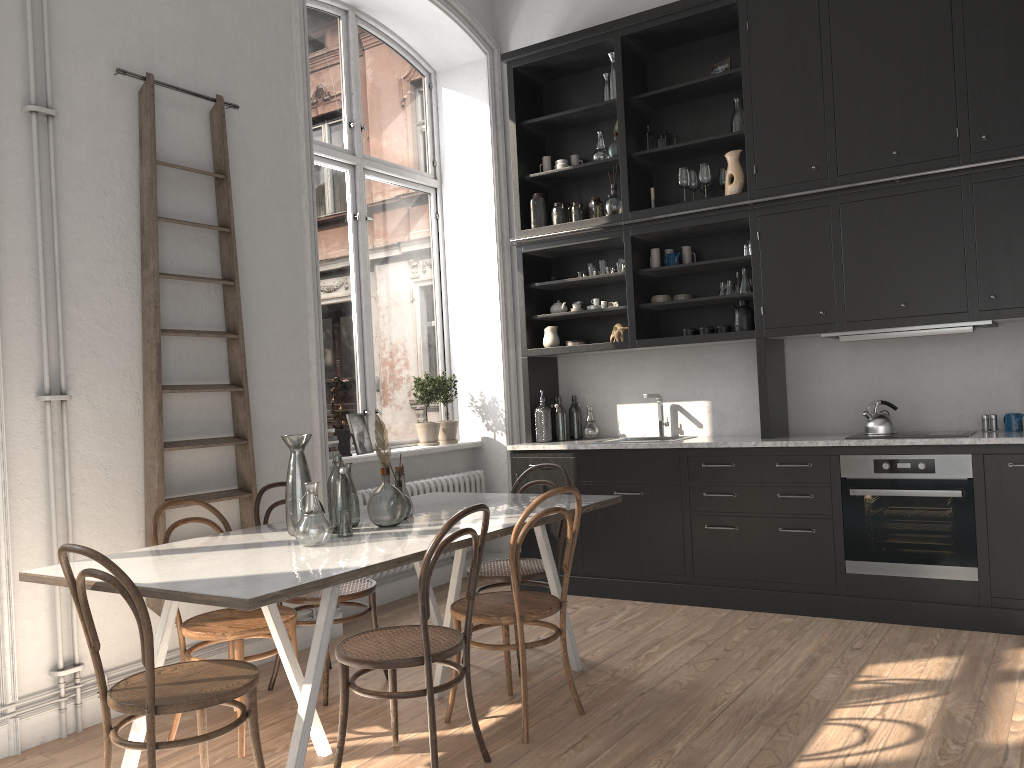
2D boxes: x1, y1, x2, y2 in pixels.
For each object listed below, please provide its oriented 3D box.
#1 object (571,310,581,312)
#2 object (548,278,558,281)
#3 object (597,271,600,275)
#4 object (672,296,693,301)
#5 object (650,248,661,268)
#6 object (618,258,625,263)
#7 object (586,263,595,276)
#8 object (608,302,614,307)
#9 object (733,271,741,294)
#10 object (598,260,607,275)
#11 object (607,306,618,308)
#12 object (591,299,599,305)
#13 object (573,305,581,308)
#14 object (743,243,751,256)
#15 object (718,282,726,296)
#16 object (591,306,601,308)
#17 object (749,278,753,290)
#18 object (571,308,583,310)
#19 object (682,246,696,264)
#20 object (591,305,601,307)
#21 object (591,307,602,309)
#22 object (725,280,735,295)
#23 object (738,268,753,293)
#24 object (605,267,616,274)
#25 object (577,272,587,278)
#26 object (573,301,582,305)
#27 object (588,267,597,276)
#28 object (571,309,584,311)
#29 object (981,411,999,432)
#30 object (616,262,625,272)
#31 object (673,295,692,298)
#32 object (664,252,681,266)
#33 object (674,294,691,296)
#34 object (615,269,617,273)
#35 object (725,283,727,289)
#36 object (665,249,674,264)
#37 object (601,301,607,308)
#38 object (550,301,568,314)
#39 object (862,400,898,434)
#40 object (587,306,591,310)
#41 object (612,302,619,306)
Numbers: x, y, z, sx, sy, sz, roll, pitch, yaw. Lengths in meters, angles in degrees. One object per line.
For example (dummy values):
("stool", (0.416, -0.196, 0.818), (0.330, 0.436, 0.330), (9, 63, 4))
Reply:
("object", (0.439, -0.485, 5.957), (0.085, 0.015, 0.085), (-2, -1, -44))
("object", (0.287, -0.708, 6.133), (0.071, 0.047, 0.071), (-3, -1, -19))
("object", (0.601, -0.727, 5.916), (0.071, 0.047, 0.071), (-3, -1, 21))
("object", (1.087, -0.533, 5.653), (0.132, 0.038, 0.132), (-3, -1, -10))
("object", (0.916, -0.791, 5.658), (0.059, 0.135, 0.082), (-3, 0, 1))
("object", (0.723, -0.765, 5.799), (0.060, 0.107, 0.060), (-3, 0, 5))
("object", (0.531, -0.753, 5.952), (0.060, 0.107, 0.060), (-3, 0, 0))
("object", (0.654, -0.516, 5.833), (0.049, 0.041, 0.056), (-3, -1, 6))
("object", (1.390, -0.613, 5.445), (0.083, 0.158, 0.083), (-3, -1, 43))
("object", (0.599, -0.758, 5.828), (0.060, 0.107, 0.060), (-3, -1, -30))
("object", (0.665, -0.498, 5.829), (0.085, 0.015, 0.085), (-3, -1, 19))
("object", (0.556, -0.536, 5.871), (0.039, 0.055, 0.049), (-3, -1, -37))
("object", (0.436, -0.512, 5.957), (0.056, 0.033, 0.058), (-3, -1, 7))
("object", (1.428, -0.812, 5.345), (0.040, 0.116, 0.080), (-3, -1, -37))
("object", (1.288, -0.576, 5.420), (0.058, 0.094, 0.058), (-3, 0, -18))
("object", (0.563, -0.505, 5.866), (0.085, 0.016, 0.085), (-3, -1, -26))
("object", (1.463, -0.590, 5.429), (0.067, 0.108, 0.067), (-3, -1, 21))
("object", (0.437, -0.498, 5.959), (0.085, 0.017, 0.085), (-3, -1, 28))
("object", (1.119, -0.803, 5.618), (0.082, 0.135, 0.059), (-3, 0, 16))
("object", (0.560, -0.512, 5.867), (0.085, 0.016, 0.085), (-3, -1, -17))
("object", (0.562, -0.499, 5.866), (0.085, 0.015, 0.085), (-3, -1, 19))
("object", (1.314, -0.578, 5.353), (0.058, 0.094, 0.058), (-3, 0, -18))
("object", (1.393, -0.615, 5.303), (0.083, 0.158, 0.083), (-3, 0, 17))
("object", (0.640, -0.731, 5.770), (0.071, 0.047, 0.071), (-3, -1, -19))
("object", (0.466, -0.720, 5.907), (0.071, 0.047, 0.071), (-3, -1, -19))
("object", (0.436, -0.532, 5.958), (0.055, 0.047, 0.058), (-2, -1, -42))
("object", (0.532, -0.735, 5.857), (0.064, 0.069, 0.064), (-3, -1, -10))
("object", (0.439, -0.491, 5.957), (0.085, 0.015, 0.085), (-2, -1, -44))
("object", (2.552, 0.196, 4.739), (0.080, 0.116, 0.040), (-3, -1, 38))
("object", (0.703, -0.746, 5.725), (0.064, 0.069, 0.064), (-3, -1, 25))
("object", (1.087, -0.541, 5.653), (0.124, 0.036, 0.123), (-3, -1, 20))
("object", (1.012, -0.776, 5.591), (0.082, 0.093, 0.140), (-3, -1, -2))
("object", (1.087, -0.549, 5.653), (0.112, 0.036, 0.112), (-3, -1, -15))
("object", (0.676, -0.732, 5.847), (0.071, 0.047, 0.071), (-3, -1, -29))
("object", (1.331, -0.577, 5.513), (0.058, 0.094, 0.058), (-3, 0, 10))
("object", (1.006, -0.796, 5.699), (0.082, 0.135, 0.059), (-3, 0, -29))
("object", (0.601, -0.515, 5.817), (0.049, 0.054, 0.039), (-3, -1, -32))
("object", (0.319, -0.519, 6.067), (0.125, 0.100, 0.140), (-3, -1, 14))
("object", (2.045, 0.183, 4.933), (0.171, 0.186, 0.171), (-3, -1, 44))
("object", (0.530, -0.504, 5.950), (0.055, 0.033, 0.058), (-2, -1, -40))
("object", (0.680, -0.521, 5.826), (0.048, 0.041, 0.058), (-3, -1, 11))
